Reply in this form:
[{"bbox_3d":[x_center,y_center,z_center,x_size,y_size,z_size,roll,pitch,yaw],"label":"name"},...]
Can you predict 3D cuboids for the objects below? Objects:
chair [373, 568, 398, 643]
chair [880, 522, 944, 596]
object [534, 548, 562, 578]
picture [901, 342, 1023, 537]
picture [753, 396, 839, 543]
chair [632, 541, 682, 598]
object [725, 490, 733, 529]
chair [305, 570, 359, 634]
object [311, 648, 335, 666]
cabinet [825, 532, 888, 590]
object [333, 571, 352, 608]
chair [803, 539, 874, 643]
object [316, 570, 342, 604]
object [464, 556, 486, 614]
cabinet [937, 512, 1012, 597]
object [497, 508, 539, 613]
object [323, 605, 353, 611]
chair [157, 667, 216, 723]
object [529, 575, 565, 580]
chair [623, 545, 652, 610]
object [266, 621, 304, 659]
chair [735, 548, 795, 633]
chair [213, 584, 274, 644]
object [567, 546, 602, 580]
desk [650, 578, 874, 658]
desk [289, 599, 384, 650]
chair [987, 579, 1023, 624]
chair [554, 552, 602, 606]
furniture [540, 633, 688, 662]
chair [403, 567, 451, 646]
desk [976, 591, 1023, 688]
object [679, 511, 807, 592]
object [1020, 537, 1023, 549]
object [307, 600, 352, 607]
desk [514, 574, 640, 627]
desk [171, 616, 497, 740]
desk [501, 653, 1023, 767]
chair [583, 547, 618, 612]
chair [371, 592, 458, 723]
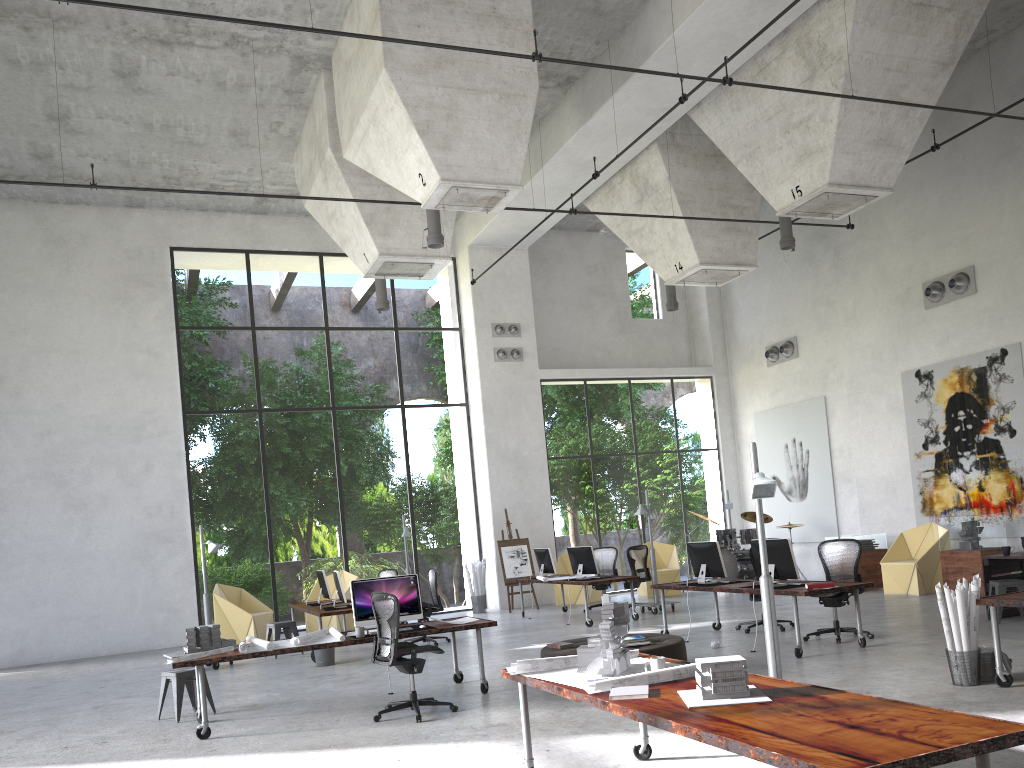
[{"bbox_3d":[-2.220,3.758,14.967,0.776,1.177,0.793,-8,-5,31],"label":"chair"},{"bbox_3d":[6.816,2.934,14.784,0.931,1.162,0.992,-3,-5,-24],"label":"chair"},{"bbox_3d":[0.682,3.320,16.337,0.376,0.548,0.725,-4,-7,-21],"label":"object"},{"bbox_3d":[7.567,1.070,14.650,0.020,2.999,2.385,-4,-5,-23],"label":"picture"},{"bbox_3d":[6.178,1.971,19.258,0.020,2.999,2.367,-4,-5,-23],"label":"picture"},{"bbox_3d":[3.106,3.933,18.735,0.979,1.162,0.944,-5,-5,-3],"label":"chair"},{"bbox_3d":[5.050,3.507,20.193,0.581,2.140,0.598,-6,-2,12],"label":"object"},{"bbox_3d":[-3.519,4.276,17.248,0.985,1.162,0.938,-7,-5,23],"label":"chair"},{"bbox_3d":[-2.645,3.795,12.335,0.294,0.296,0.403,-2,-7,-29],"label":"object"},{"bbox_3d":[6.311,3.258,16.039,0.741,1.007,0.744,-3,-5,-22],"label":"cabinet"},{"bbox_3d":[-2.527,3.095,13.297,0.376,0.548,0.724,-4,-7,-16],"label":"object"},{"bbox_3d":[3.888,2.464,10.540,0.777,1.177,0.792,-8,-5,36],"label":"chair"},{"bbox_3d":[-3.046,3.359,14.589,0.376,0.548,0.725,-4,-7,-21],"label":"object"},{"bbox_3d":[-0.718,4.211,18.377,0.411,1.202,0.445,-3,-4,-44],"label":"object"},{"bbox_3d":[7.144,2.649,13.575,0.592,1.247,0.752,-4,-4,-23],"label":"cabinet"},{"bbox_3d":[0.049,3.626,18.176,0.692,2.131,0.691,-4,-3,-22],"label":"object"},{"bbox_3d":[-2.499,3.375,13.288,0.685,0.008,0.861,-2,-10,-16],"label":"object"},{"bbox_3d":[-3.417,3.233,9.182,0.424,0.486,0.437,-9,-7,40],"label":"chair"},{"bbox_3d":[0.710,3.601,16.328,0.685,0.008,0.862,-1,-10,-21],"label":"object"},{"bbox_3d":[2.170,3.551,16.071,0.799,1.177,0.771,-8,-5,31],"label":"chair"},{"bbox_3d":[-3.619,4.024,13.853,0.474,0.528,0.462,-1,-6,-37],"label":"object"},{"bbox_3d":[3.362,2.744,11.923,0.768,1.177,0.801,-2,-5,-39],"label":"chair"},{"bbox_3d":[-5.007,4.236,16.224,0.937,1.162,0.986,-6,-5,13],"label":"chair"},{"bbox_3d":[1.262,3.025,14.899,0.376,0.549,0.724,-3,-7,-31],"label":"object"},{"bbox_3d":[2.949,2.830,10.837,0.971,0.717,3.177,-2,-10,-22],"label":"desk"},{"bbox_3d":[-2.820,3.873,13.956,0.961,0.717,3.178,-2,-10,-22],"label":"desk"},{"bbox_3d":[6.059,2.641,10.705,0.421,0.486,0.440,-6,-5,12],"label":"chair"},{"bbox_3d":[1.389,4.068,18.623,0.986,1.162,0.937,-8,-5,26],"label":"chair"},{"bbox_3d":[1.054,2.885,9.123,1.503,0.425,1.531,-2,-10,-20],"label":"furniture"},{"bbox_3d":[-1.381,3.452,13.603,0.790,1.177,0.779,-2,-5,-34],"label":"chair"},{"bbox_3d":[4.889,1.851,6.066,0.961,0.717,3.178,-2,-10,-22],"label":"desk"},{"bbox_3d":[4.979,3.456,18.652,1.877,1.730,3.011,-1,-9,-38],"label":"object"},{"bbox_3d":[6.462,1.995,10.919,0.213,0.213,0.196,-3,-6,-21],"label":"object"},{"bbox_3d":[-3.018,3.640,14.580,0.685,0.008,0.862,-1,-10,-21],"label":"object"},{"bbox_3d":[1.096,3.782,15.494,0.971,0.717,3.177,-2,-10,-22],"label":"desk"},{"bbox_3d":[-1.745,2.921,8.882,3.119,0.720,0.988,-1,-8,-22],"label":"desk"},{"bbox_3d":[0.973,1.943,4.528,0.971,0.717,3.177,-2,-10,-22],"label":"desk"},{"bbox_3d":[1.714,3.678,16.584,0.773,1.177,0.796,-6,-4,16],"label":"chair"},{"bbox_3d":[-0.991,2.520,8.284,0.778,1.177,0.791,-9,-5,41],"label":"chair"}]
